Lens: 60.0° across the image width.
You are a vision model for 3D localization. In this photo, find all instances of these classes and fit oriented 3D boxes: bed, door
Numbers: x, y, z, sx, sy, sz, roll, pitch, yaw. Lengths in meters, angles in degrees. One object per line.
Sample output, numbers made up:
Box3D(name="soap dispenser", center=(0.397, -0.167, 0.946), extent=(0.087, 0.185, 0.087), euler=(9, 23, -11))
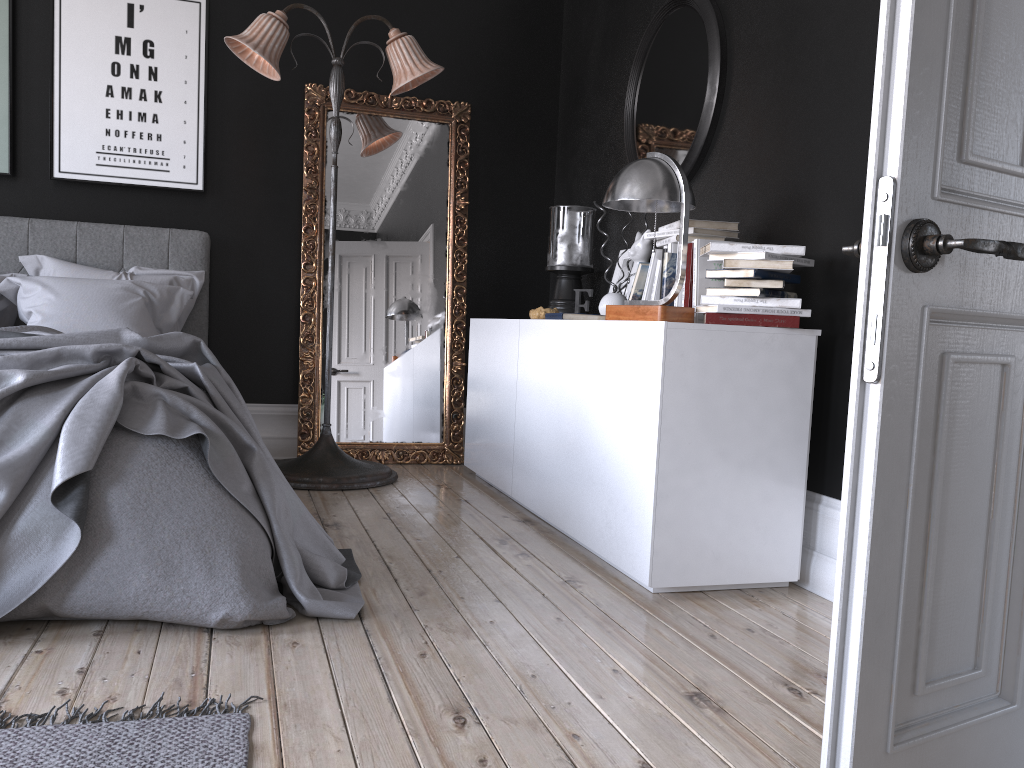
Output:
Box3D(name="bed", center=(-2.227, -0.123, 3.298), extent=(2.765, 1.300, 3.278), euler=(1, 4, -29))
Box3D(name="door", center=(1.005, -0.403, 1.549), extent=(1.098, 2.378, 0.216), euler=(0, 5, -30))

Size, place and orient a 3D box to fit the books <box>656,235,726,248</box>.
Box3D(name="books", center=(0.691, -0.550, 3.448), extent=(0.195, 0.026, 0.258), euler=(2, 4, -7))

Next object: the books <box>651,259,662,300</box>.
Box3D(name="books", center=(0.652, -0.365, 3.559), extent=(0.195, 0.256, 0.091), euler=(1, 5, -17))

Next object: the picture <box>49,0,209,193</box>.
Box3D(name="picture", center=(-2.077, -1.623, 4.830), extent=(0.792, 1.080, 0.014), euler=(1, 5, -17))

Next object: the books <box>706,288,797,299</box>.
Box3D(name="books", center=(0.814, -0.304, 3.011), extent=(0.202, 0.029, 0.268), euler=(6, 5, 43))

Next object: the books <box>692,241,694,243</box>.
Box3D(name="books", center=(0.762, -0.368, 3.294), extent=(0.221, 0.307, 0.030), euler=(1, 5, -17))

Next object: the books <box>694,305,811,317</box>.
Box3D(name="books", center=(0.803, -0.244, 2.982), extent=(0.319, 0.025, 0.228), euler=(2, 4, -7))

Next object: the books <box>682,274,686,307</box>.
Box3D(name="books", center=(0.728, -0.347, 3.316), extent=(0.195, 0.259, 0.026), euler=(1, 5, -17))

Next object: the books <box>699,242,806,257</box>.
Box3D(name="books", center=(0.805, -0.447, 2.994), extent=(0.306, 0.030, 0.220), euler=(3, 4, 3))

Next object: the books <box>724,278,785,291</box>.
Box3D(name="books", center=(0.820, -0.334, 3.017), extent=(0.193, 0.030, 0.289), euler=(4, 4, 14))

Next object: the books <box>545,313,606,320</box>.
Box3D(name="books", center=(0.268, -0.283, 3.769), extent=(0.193, 0.030, 0.289), euler=(2, 4, -12))

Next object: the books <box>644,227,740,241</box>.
Box3D(name="books", center=(0.693, -0.575, 3.439), extent=(0.220, 0.024, 0.307), euler=(1, 4, -27))

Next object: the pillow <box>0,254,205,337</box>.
Box3D(name="pillow", center=(-2.491, -0.388, 4.357), extent=(1.830, 0.761, 0.679), euler=(2, 4, -18))

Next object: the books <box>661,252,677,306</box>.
Box3D(name="books", center=(0.665, -0.358, 3.381), extent=(0.204, 0.270, 0.029), euler=(1, 5, -17))

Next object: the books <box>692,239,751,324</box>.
Box3D(name="books", center=(0.759, -0.363, 3.212), extent=(0.220, 0.308, 0.050), euler=(1, 5, -17))

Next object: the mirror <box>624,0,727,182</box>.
Box3D(name="mirror", center=(0.723, -1.331, 4.102), extent=(0.061, 0.926, 0.922), euler=(1, 4, -17))

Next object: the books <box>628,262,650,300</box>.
Box3D(name="books", center=(0.587, -0.370, 3.667), extent=(0.203, 0.247, 0.158), euler=(1, 5, -17))

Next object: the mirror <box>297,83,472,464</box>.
Box3D(name="mirror", center=(-0.745, -0.624, 5.255), extent=(0.991, 2.195, 0.254), euler=(1, 5, -17))

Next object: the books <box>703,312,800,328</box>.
Box3D(name="books", center=(0.795, -0.212, 2.976), extent=(0.294, 0.038, 0.234), euler=(3, 4, 10))

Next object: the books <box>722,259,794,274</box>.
Box3D(name="books", center=(0.824, -0.393, 2.995), extent=(0.220, 0.030, 0.306), euler=(4, 4, 13))

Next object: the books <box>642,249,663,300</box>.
Box3D(name="books", center=(0.642, -0.388, 3.588), extent=(0.220, 0.296, 0.126), euler=(1, 5, -17))

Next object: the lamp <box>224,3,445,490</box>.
Box3D(name="lamp", center=(-0.938, -0.710, 4.628), extent=(0.986, 2.415, 0.771), euler=(4, 5, 15))

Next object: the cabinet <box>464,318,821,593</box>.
Box3D(name="cabinet", center=(0.369, 0.165, 3.996), extent=(0.570, 0.883, 2.392), euler=(1, 4, -17))

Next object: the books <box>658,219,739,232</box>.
Box3D(name="books", center=(0.720, -0.602, 3.447), extent=(0.220, 0.030, 0.306), euler=(2, 4, -7))

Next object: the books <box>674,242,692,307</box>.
Box3D(name="books", center=(0.719, -0.373, 3.341), extent=(0.220, 0.308, 0.024), euler=(1, 5, -17))

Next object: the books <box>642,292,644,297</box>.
Box3D(name="books", center=(0.628, -0.365, 3.637), extent=(0.195, 0.245, 0.132), euler=(1, 5, -17))

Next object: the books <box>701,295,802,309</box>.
Box3D(name="books", center=(0.804, -0.275, 3.008), extent=(0.318, 0.031, 0.229), euler=(4, 4, 13))

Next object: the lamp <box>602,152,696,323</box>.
Box3D(name="lamp", center=(0.481, -0.513, 3.115), extent=(0.328, 0.591, 0.340), euler=(-1, 6, -37))

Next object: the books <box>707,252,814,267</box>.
Box3D(name="books", center=(0.844, -0.419, 3.002), extent=(0.307, 0.024, 0.220), euler=(-1, 5, -42))

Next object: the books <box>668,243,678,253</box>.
Box3D(name="books", center=(0.696, -0.379, 3.416), extent=(0.220, 0.308, 0.024), euler=(1, 5, -17))

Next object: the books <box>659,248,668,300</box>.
Box3D(name="books", center=(0.665, -0.373, 3.435), extent=(0.193, 0.290, 0.030), euler=(1, 5, -18))

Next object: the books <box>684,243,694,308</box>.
Box3D(name="books", center=(0.748, -0.360, 3.254), extent=(0.235, 0.296, 0.038), euler=(1, 5, -17))

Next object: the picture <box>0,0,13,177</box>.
Box3D(name="picture", center=(-3.003, -1.649, 4.541), extent=(0.792, 1.080, 0.014), euler=(1, 5, -17))

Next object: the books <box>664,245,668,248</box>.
Box3D(name="books", center=(0.696, -0.384, 3.508), extent=(0.221, 0.307, 0.030), euler=(1, 5, -17))

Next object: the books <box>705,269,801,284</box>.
Box3D(name="books", center=(0.816, -0.363, 3.000), extent=(0.289, 0.030, 0.192), euler=(-1, 5, -43))
